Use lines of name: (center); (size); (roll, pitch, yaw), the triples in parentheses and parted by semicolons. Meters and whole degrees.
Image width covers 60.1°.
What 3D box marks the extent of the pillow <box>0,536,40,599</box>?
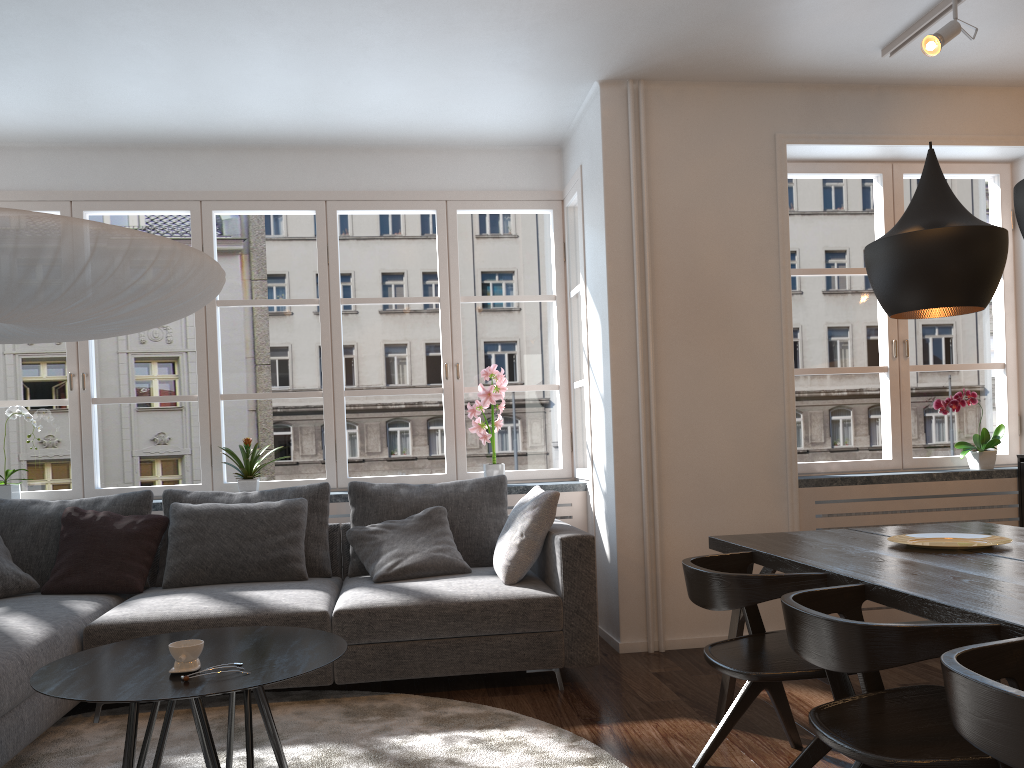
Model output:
pillow: (-2.442, 0.797, 3.939); (0.347, 0.359, 0.515); (-3, -2, 31)

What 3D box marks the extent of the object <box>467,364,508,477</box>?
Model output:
object: (-0.128, 0.236, 5.031); (0.200, 0.690, 0.298); (-2, 0, -29)

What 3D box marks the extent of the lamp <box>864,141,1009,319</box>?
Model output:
lamp: (1.332, -0.494, 2.794); (0.411, 0.541, 0.411); (-3, -1, 26)

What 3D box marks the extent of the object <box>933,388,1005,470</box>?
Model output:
object: (2.415, 0.234, 4.641); (0.405, 0.437, 0.230); (-1, -1, -32)

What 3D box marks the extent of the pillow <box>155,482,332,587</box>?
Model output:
pillow: (-1.325, 0.745, 4.405); (0.839, 0.475, 0.277); (-2, -1, -7)

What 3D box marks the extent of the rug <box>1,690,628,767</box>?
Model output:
rug: (-1.000, 1.249, 2.430); (2.835, 0.012, 2.845); (0, -4, -28)

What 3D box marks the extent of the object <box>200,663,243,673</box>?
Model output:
object: (-0.789, 0.766, 2.395); (0.124, 0.010, 0.026); (1, -5, -41)

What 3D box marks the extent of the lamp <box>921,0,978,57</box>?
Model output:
lamp: (1.727, -1.410, 3.501); (0.250, 0.240, 0.085); (-2, 0, -21)

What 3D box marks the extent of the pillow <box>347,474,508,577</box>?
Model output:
pillow: (-0.419, 0.720, 4.517); (0.836, 0.477, 0.275); (-2, -1, -7)

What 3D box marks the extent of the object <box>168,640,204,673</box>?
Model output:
object: (-0.888, 0.740, 2.387); (0.091, 0.069, 0.139); (-2, -3, 4)

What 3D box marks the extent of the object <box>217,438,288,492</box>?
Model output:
object: (-1.418, 0.453, 4.845); (0.376, 0.328, 0.323); (-1, -2, -33)

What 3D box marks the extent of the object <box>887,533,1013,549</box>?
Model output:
object: (1.379, 0.499, 2.795); (0.355, 0.017, 0.356); (-2, -4, -4)

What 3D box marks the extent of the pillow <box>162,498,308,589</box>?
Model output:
pillow: (-1.319, 0.762, 4.262); (0.666, 0.397, 0.292); (-2, -1, -8)

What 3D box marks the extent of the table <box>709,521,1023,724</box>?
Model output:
table: (1.447, 0.801, 2.115); (1.106, 0.678, 2.506); (-2, -3, -8)

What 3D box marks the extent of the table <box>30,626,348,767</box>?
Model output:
table: (-0.894, 1.021, 2.541); (0.847, 0.472, 0.849); (-2, -3, -6)

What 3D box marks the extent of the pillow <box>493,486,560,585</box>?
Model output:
pillow: (0.046, 0.694, 4.116); (0.286, 0.414, 0.495); (-2, -2, -9)

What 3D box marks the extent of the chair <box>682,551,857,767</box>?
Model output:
chair: (0.794, 0.864, 2.637); (0.519, 0.671, 0.594); (-2, -1, -9)

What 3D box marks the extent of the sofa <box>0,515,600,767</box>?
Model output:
sofa: (-1.144, 0.998, 3.547); (3.066, 0.671, 2.044); (-2, -3, -8)

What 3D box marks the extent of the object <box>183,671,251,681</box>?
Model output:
object: (-0.766, 0.757, 2.302); (0.168, 0.015, 0.015); (-1, -2, -21)

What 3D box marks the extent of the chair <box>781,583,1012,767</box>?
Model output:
chair: (0.891, 0.817, 1.961); (0.519, 0.671, 0.594); (-2, -1, -7)

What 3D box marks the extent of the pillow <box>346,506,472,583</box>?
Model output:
pillow: (-0.504, 0.766, 4.263); (0.491, 0.321, 0.445); (-1, -3, -26)

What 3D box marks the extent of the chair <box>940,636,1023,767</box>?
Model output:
chair: (0.974, 0.774, 1.354); (0.519, 0.671, 0.594); (-2, -1, -10)

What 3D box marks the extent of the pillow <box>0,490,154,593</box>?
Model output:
pillow: (-2.186, 0.772, 4.277); (0.836, 0.478, 0.275); (-2, -1, -7)

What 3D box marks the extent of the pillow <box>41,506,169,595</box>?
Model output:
pillow: (-1.911, 0.777, 4.157); (0.521, 0.403, 0.311); (-2, -1, -6)

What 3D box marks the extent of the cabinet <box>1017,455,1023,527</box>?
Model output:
cabinet: (3.337, 0.630, 2.134); (0.732, 0.898, 5.075); (-2, -4, -8)

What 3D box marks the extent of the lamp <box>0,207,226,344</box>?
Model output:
lamp: (-1.620, -0.257, 2.635); (1.473, 0.210, 1.470); (-4, -4, 29)

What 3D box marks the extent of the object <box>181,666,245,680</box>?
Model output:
object: (-0.790, 0.759, 2.338); (0.163, 0.016, 0.025); (0, -3, -33)

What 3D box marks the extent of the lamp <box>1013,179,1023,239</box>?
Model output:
lamp: (1.426, -0.542, 2.102); (0.410, 0.541, 0.411); (-2, -1, -32)
